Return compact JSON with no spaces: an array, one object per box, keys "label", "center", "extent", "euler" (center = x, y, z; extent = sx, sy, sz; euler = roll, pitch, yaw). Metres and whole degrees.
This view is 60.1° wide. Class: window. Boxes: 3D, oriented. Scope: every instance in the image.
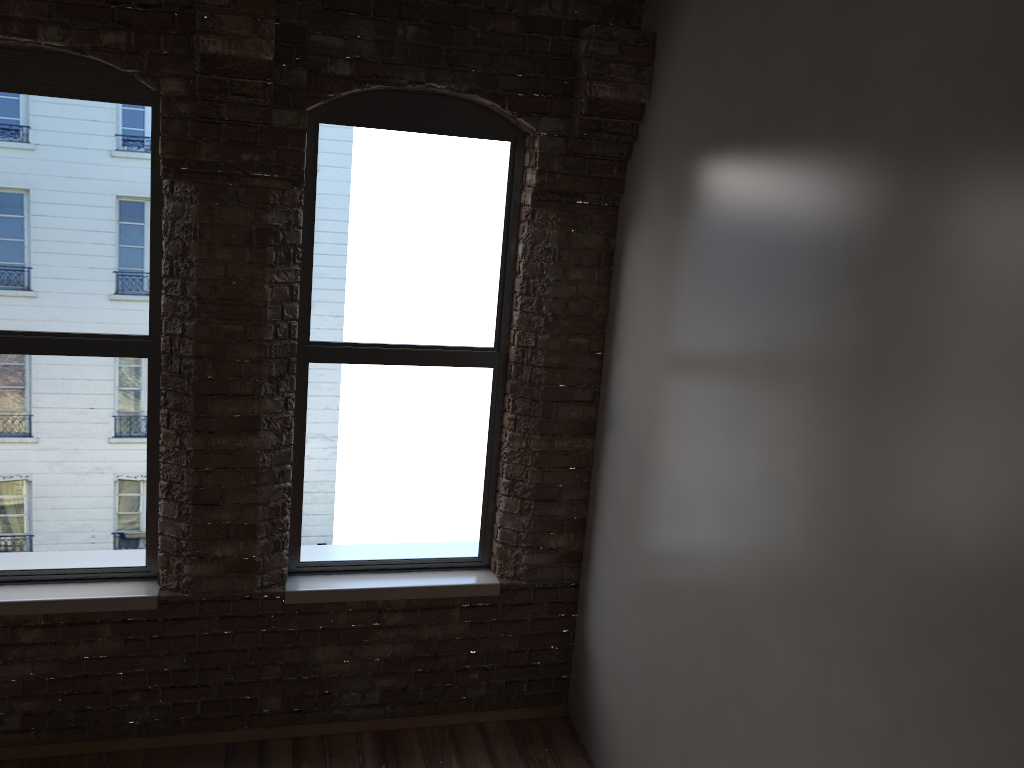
[{"label":"window","center":[-1.871,-0.180,3.469],"extent":[0.968,2.197,0.237],"euler":[2,11,-15]},{"label":"window","center":[-0.456,-0.147,3.852],"extent":[0.968,2.197,0.237],"euler":[2,11,-15]}]
